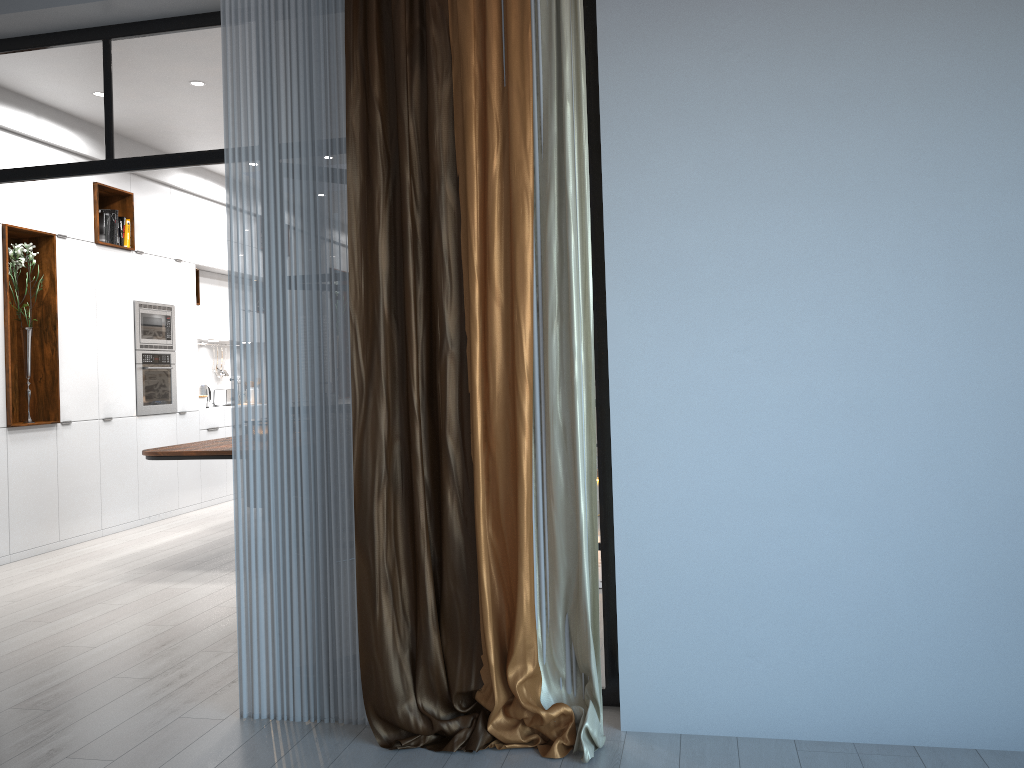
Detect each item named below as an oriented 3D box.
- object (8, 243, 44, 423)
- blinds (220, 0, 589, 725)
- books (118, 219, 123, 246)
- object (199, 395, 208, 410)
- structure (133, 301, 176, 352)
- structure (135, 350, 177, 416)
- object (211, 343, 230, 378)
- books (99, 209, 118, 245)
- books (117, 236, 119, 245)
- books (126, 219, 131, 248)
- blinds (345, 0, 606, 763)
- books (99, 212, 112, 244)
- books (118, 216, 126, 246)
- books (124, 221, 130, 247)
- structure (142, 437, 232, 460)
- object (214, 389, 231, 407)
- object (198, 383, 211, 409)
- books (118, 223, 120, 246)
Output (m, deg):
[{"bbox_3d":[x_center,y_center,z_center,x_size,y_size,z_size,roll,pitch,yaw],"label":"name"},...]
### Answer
[{"bbox_3d":[-3.582,-0.383,6.518,0.267,1.342,0.268,-2,-1,38],"label":"object"},{"bbox_3d":[-0.405,-0.324,3.116,1.301,3.069,0.052,-2,-1,12],"label":"blinds"},{"bbox_3d":[-3.431,-1.285,7.615,0.190,0.254,0.026,-2,-1,12],"label":"books"},{"bbox_3d":[-3.243,0.192,8.849,0.380,0.148,0.263,-2,0,12],"label":"object"},{"bbox_3d":[-3.428,-0.505,8.034,0.458,0.430,0.595,-2,0,12],"label":"structure"},{"bbox_3d":[-3.394,-0.006,8.023,0.495,0.571,0.595,-2,0,12],"label":"structure"},{"bbox_3d":[-3.284,-0.259,9.966,0.069,0.389,0.320,-2,0,13],"label":"object"},{"bbox_3d":[-3.454,-1.324,7.499,0.268,0.321,0.047,-2,-1,12],"label":"books"},{"bbox_3d":[-3.452,-1.302,7.538,0.230,0.296,0.030,-2,-1,12],"label":"books"},{"bbox_3d":[-3.405,-1.297,7.698,0.211,0.264,0.024,-2,-1,12],"label":"books"},{"bbox_3d":[-0.147,-0.338,2.958,0.810,3.046,0.254,-2,-1,13],"label":"blinds"},{"bbox_3d":[-3.476,-1.300,7.426,0.236,0.278,0.106,-2,-1,12],"label":"books"},{"bbox_3d":[-3.438,-1.312,7.644,0.238,0.288,0.030,-2,-1,12],"label":"books"},{"bbox_3d":[-3.396,-1.288,7.667,0.184,0.245,0.033,-2,-1,12],"label":"books"},{"bbox_3d":[-1.520,0.726,8.386,1.377,0.887,5.641,-2,1,12],"label":"structure"},{"bbox_3d":[-3.209,0.154,9.972,0.176,0.195,0.260,-2,0,12],"label":"object"},{"bbox_3d":[-3.281,0.126,9.404,0.220,0.270,0.179,-2,0,-36],"label":"object"},{"bbox_3d":[-3.464,-1.301,7.593,0.230,0.296,0.030,-2,-1,12],"label":"books"}]
